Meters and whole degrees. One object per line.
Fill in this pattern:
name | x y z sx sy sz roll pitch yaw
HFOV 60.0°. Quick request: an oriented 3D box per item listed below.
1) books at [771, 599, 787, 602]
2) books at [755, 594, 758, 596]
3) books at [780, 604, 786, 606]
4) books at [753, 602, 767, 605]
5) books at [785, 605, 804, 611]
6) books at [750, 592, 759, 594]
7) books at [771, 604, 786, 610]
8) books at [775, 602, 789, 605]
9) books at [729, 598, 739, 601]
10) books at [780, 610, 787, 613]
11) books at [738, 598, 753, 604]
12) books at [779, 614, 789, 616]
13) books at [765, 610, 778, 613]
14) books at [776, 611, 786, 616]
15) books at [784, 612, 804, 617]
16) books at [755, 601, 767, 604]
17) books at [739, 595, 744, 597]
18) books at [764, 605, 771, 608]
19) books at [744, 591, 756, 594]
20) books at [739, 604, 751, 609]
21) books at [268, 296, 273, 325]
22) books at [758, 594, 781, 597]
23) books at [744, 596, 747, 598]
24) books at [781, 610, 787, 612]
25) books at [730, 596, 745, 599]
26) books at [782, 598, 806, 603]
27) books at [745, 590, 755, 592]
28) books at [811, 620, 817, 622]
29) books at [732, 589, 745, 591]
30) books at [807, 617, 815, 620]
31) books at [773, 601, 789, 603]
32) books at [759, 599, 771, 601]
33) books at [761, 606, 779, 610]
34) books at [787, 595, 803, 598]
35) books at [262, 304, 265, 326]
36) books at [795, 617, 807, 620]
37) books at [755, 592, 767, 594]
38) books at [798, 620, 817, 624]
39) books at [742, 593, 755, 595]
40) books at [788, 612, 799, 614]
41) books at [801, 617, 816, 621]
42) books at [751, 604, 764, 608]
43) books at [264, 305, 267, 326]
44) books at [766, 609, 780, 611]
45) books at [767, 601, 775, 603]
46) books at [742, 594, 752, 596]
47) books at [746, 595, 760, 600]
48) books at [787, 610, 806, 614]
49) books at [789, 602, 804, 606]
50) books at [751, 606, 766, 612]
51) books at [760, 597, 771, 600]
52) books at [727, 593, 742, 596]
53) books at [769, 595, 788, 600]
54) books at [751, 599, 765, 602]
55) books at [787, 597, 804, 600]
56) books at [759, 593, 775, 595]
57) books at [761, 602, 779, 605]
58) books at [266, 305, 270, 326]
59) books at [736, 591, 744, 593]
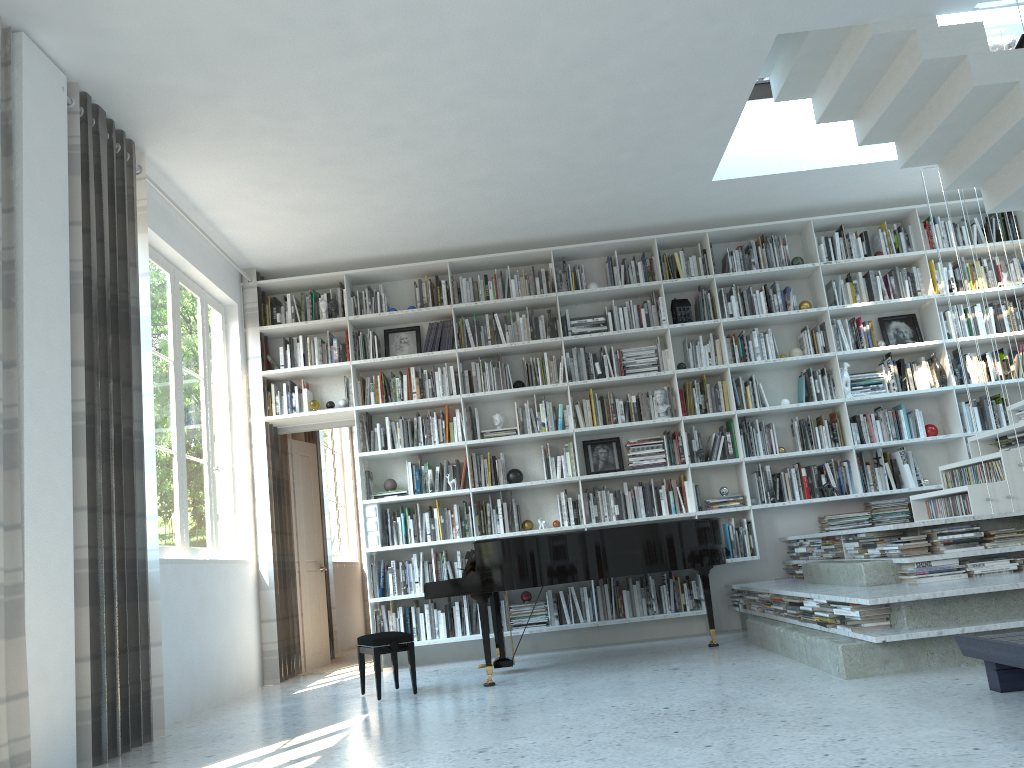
books | 1.712 1.321 5.457 0.165 0.014 0.236 -5 -12 -4
books | 1.752 1.434 6.069 0.130 0.018 0.256 -7 -12 3
books | 1.737 1.348 5.451 0.140 0.013 0.181 -7 -12 2
books | 1.756 1.493 6.057 0.149 0.007 0.301 -6 -12 1
books | 1.709 1.292 5.146 0.160 0.025 0.244 -5 -12 -4
books | 1.738 1.424 6.071 0.159 0.006 0.286 -7 -12 2
books | 1.717 1.364 5.448 0.182 0.013 0.288 -7 -12 2
books | 1.727 1.339 5.453 0.155 0.009 0.298 -7 -12 2
books | 1.751 1.605 6.650 0.177 0.012 0.279 -6 -12 -3
books | 1.744 1.392 5.442 0.128 0.005 0.296 -7 -12 2
books | 1.738 1.547 6.362 0.191 0.028 0.213 -7 -12 4
books | 1.739 1.407 5.439 0.147 0.008 0.237 -6 -12 0
books | 1.741 1.467 5.744 0.157 0.014 0.180 -6 -12 -2
books | 1.723 1.401 5.441 0.161 0.008 0.254 -7 -12 5
books | 1.701 1.329 5.139 0.189 0.009 0.291 -7 -12 3
books | 1.754 1.484 6.059 0.147 0.012 0.206 -7 -12 2
books | 1.775 1.582 6.653 0.136 0.013 0.258 -6 -12 -1
books | 1.739 1.435 5.751 0.165 0.012 0.205 -6 -12 1
books | 1.764 1.491 6.372 0.135 0.014 0.298 -7 -12 2
books | 1.750 1.586 6.354 0.189 0.030 0.238 -6 -12 1
books | -1.968 -0.563 7.295 0.014 0.285 0.175 -6 -11 1
books | 1.721 1.368 5.764 0.171 0.015 0.253 -6 -12 -2
books | 1.764 1.521 6.366 0.143 0.019 0.231 -7 -12 2
books | 1.744 1.385 5.443 0.132 0.009 0.270 -7 -12 2
books | 1.753 1.595 6.652 0.188 0.009 0.211 -6 -12 0
books | 1.702 1.249 5.155 0.170 0.014 0.281 -6 -12 -2
books | 1.757 1.476 6.375 0.137 0.018 0.201 -7 -12 4
books | 1.711 1.280 4.836 0.147 0.008 0.237 -7 -12 5
books | 1.759 1.540 6.662 0.158 0.014 0.235 -6 -12 -1
books | 1.707 1.267 4.839 0.159 0.009 0.276 -7 -12 3
books | 1.722 1.331 5.455 0.169 0.009 0.242 -6 -12 1
books | 1.723 1.395 5.759 0.169 0.009 0.242 -6 -12 -3
books | 1.735 1.447 5.748 0.159 0.012 0.293 -6 -12 -2
books | 1.710 1.230 5.158 0.160 0.008 0.239 -7 -12 2
books | -2.025 -0.524 7.287 0.014 0.218 0.188 -6 -11 1
books | 1.724 1.343 5.136 0.142 0.012 0.291 -7 -12 4
books | 1.707 1.348 5.768 0.193 0.005 0.225 -6 -12 -3
books | 1.692 1.288 4.835 0.193 0.005 0.225 -6 -12 -3
books | 1.760 1.501 6.370 0.126 0.005 0.291 -5 -12 -4
books | 1.719 1.319 5.141 0.147 0.008 0.291 -6 -12 -3
books | 1.706 1.274 4.838 0.171 0.005 0.298 -6 -12 0
books | 1.744 1.505 6.055 0.172 0.014 0.221 -7 -12 2
books | -2.006 -0.526 7.309 0.024 0.227 0.130 -6 -11 1
books | 1.748 1.455 5.746 0.140 0.008 0.284 -6 -12 -1
books | 1.743 1.403 5.757 0.140 0.013 0.181 -7 -12 3
books | 1.751 1.509 6.369 0.160 0.009 0.292 -7 -12 2
books | 1.731 1.453 6.066 0.180 0.015 0.295 -6 -12 -1
books | 1.709 1.310 5.143 0.177 0.011 0.220 -7 -12 3
books | 1.717 1.271 5.150 0.142 0.017 0.240 -6 -12 -3
books | 1.739 1.525 6.052 0.177 0.026 0.230 -7 -12 3
books | 1.715 1.384 5.761 0.182 0.016 0.199 -7 -12 5
books | 1.742 1.573 6.656 0.191 0.013 0.244 -6 -12 -3
books | 1.708 1.308 5.459 0.179 0.012 0.250 -6 -12 -2
books | 1.736 1.470 6.062 0.171 0.020 0.194 -7 -12 4
books | 1.715 1.237 5.157 0.157 0.007 0.269 -6 -12 1
books | 1.723 1.355 5.767 0.174 0.011 0.228 -6 -12 0
books | 1.731 1.417 5.754 0.159 0.011 0.246 -6 -12 -3
books | -1.983 -0.529 7.298 0.023 0.223 0.151 -6 -11 1
books | 1.775 1.554 6.659 0.133 0.017 0.231 -7 -12 2
